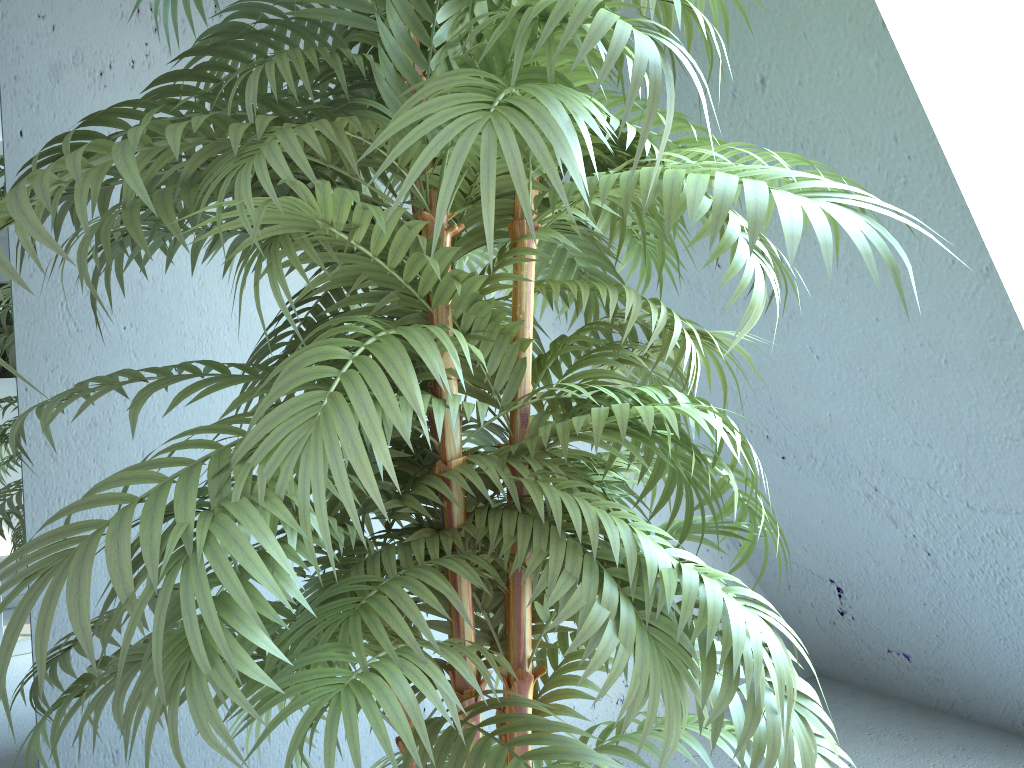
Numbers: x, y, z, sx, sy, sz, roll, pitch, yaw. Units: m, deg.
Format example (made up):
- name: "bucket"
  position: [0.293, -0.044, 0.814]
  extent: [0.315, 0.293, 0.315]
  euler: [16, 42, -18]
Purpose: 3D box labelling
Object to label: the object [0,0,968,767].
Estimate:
- name: "object"
  position: [-0.053, -0.005, 1.020]
  extent: [0.980, 2.034, 1.020]
  euler: [-3, 0, 16]
